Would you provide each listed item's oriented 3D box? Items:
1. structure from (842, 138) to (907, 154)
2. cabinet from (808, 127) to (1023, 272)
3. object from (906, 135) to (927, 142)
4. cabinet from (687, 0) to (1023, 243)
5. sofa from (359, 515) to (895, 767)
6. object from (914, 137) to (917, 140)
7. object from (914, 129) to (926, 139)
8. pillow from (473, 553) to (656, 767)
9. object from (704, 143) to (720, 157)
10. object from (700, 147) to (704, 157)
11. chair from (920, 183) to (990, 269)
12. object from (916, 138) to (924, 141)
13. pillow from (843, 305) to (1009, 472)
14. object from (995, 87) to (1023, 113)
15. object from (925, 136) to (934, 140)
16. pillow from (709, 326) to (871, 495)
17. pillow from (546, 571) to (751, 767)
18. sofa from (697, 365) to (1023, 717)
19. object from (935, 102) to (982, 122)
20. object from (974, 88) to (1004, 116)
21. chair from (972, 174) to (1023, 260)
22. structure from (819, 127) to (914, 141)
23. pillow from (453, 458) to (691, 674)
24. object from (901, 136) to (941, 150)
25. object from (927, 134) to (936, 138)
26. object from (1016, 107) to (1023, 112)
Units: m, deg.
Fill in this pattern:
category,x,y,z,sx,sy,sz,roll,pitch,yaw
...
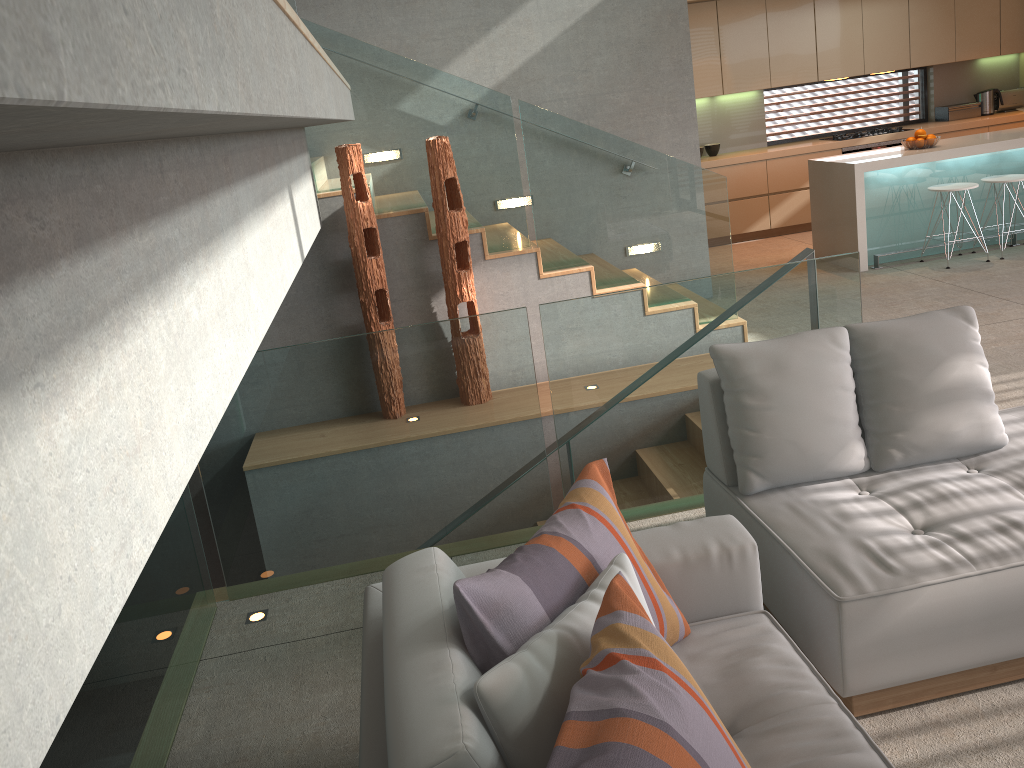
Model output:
category,x,y,z,sx,sy,sz,roll,pitch,yaw
structure,3.900,-2.310,9.379,0.829,0.491,0.081,-10,14,-7
cabinet,4.791,-1.828,7.883,4.127,0.883,0.815,-10,15,-7
object,3.465,-2.077,7.580,0.174,0.098,0.098,5,20,37
cabinet,4.874,-3.053,8.981,7.481,2.520,2.001,-10,15,-7
sofa,0.386,1.103,0.790,1.050,0.738,3.526,-10,17,-6
object,3.477,-2.105,7.682,0.087,0.085,0.088,6,21,42
object,3.523,-2.153,7.625,0.095,0.092,0.096,-4,16,13
pillow,0.166,0.634,1.709,0.239,0.398,0.605,2,19,35
object,2.166,-2.523,9.539,0.170,0.124,0.172,-14,17,-19
object,1.954,-2.444,9.383,0.170,0.124,0.172,-14,17,-19
chair,3.597,-1.301,7.200,0.382,0.612,0.389,-10,15,-6
object,3.479,-2.055,7.531,0.081,0.079,0.082,-2,17,22
pillow,1.411,0.011,3.024,0.493,0.474,0.271,-10,14,-6
object,5.630,-3.206,9.977,0.390,0.243,0.153,-10,15,-7
object,3.562,-2.070,7.530,0.087,0.085,0.088,-12,16,-16
pillow,0.937,0.083,2.968,0.493,0.489,0.242,-10,14,-6
pillow,0.237,0.697,1.394,0.310,0.485,0.753,-4,17,16
sofa,1.539,0.298,2.849,1.598,0.719,1.032,-10,16,-6
object,4.997,-3.048,9.900,0.401,0.157,0.245,-10,16,-6
object,5.325,-3.156,9.890,0.278,0.280,0.180,-8,15,-1
chair,4.061,-1.383,7.254,0.382,0.612,0.389,-10,15,-6
structure,3.822,-2.685,9.547,0.840,0.089,0.472,-10,17,-6
pillow,0.129,0.510,1.989,0.280,0.495,0.710,2,19,35
object,3.519,-2.073,7.611,0.316,0.080,0.321,-10,17,-6
object,3.603,-2.103,7.608,0.095,0.092,0.095,-13,16,-17
object,5.714,-3.023,9.713,0.314,0.034,0.312,-21,22,-36
